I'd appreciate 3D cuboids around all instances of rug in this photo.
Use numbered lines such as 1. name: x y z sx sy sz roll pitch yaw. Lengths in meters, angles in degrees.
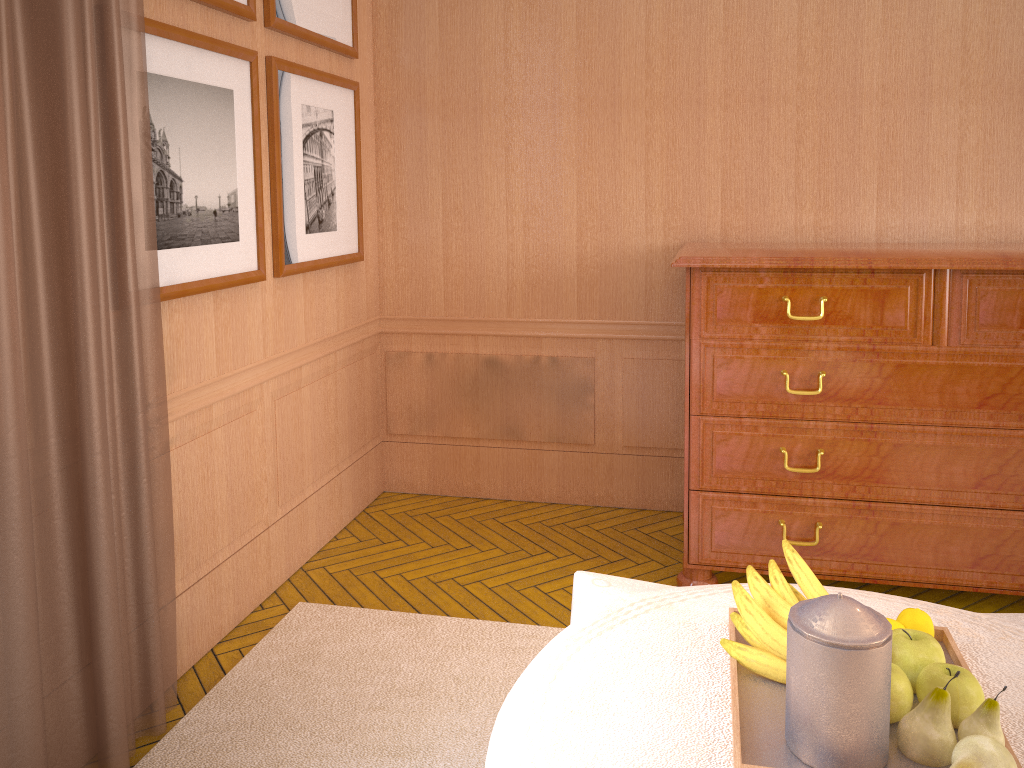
1. rug: 2.013 2.023 1.167 7.955 0.020 6.102 2 13 13

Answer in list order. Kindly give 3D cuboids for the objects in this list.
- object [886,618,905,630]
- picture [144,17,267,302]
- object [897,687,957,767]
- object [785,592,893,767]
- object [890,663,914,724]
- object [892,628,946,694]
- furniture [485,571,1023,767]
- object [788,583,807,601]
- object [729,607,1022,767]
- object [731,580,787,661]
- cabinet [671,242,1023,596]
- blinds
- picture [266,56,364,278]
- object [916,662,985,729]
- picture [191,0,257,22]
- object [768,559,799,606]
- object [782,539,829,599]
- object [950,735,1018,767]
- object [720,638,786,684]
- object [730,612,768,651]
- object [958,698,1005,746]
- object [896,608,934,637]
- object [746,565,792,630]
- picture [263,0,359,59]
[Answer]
1. object: 1.096 0.742 2.581 0.134 0.109 0.113 2 9 16
2. picture: -1.525 -1.057 4.230 0.048 1.233 1.270 1 9 13
3. object: 0.998 0.824 2.117 0.131 0.194 0.131 -7 10 -41
4. object: 0.787 0.693 2.124 0.235 0.388 0.237 -3 8 -20
5. object: 0.947 0.793 2.267 0.159 0.133 0.158 2 10 17
6. object: 1.090 0.757 2.404 0.170 0.145 0.174 -6 11 -30
7. furniture: 0.900 1.324 2.300 1.950 0.888 1.985 1 11 10
8. object: 0.915 0.680 2.552 0.072 0.170 0.403 -2 11 -11
9. object: 0.910 0.835 2.333 0.639 0.059 0.815 2 13 13
10. object: 0.767 0.677 2.423 0.377 0.157 0.105 8 11 36
11. cabinet: 2.370 0.174 5.210 2.766 1.920 1.438 2 8 13
12. blinds: -1.682 -0.758 3.073 0.266 4.733 1.466 0 6 12
13. picture: -1.213 -1.357 5.594 0.048 1.233 1.270 1 9 13
14. object: 1.116 0.796 2.245 0.159 0.133 0.158 2 10 17
15. picture: -1.541 -2.441 4.096 0.048 1.233 1.270 1 9 13
16. object: 0.841 0.656 2.518 0.065 0.169 0.382 -3 11 -20
17. object: 0.901 0.604 2.546 0.071 0.166 0.411 -2 11 -10
18. object: 1.049 0.870 1.959 0.133 0.126 0.196 5 12 32
19. object: 0.761 0.731 2.414 0.393 0.183 0.072 5 8 27
20. object: 0.788 0.719 2.472 0.397 0.180 0.062 9 11 42
21. object: 1.111 0.815 2.084 0.098 0.146 0.098 -7 10 -41
22. object: 1.190 0.730 2.604 0.114 0.132 0.108 -6 10 -30
23. object: 0.792 0.639 2.520 0.091 0.126 0.414 -5 12 -28
24. picture: -1.229 -2.742 5.460 0.048 1.233 1.270 1 9 13
